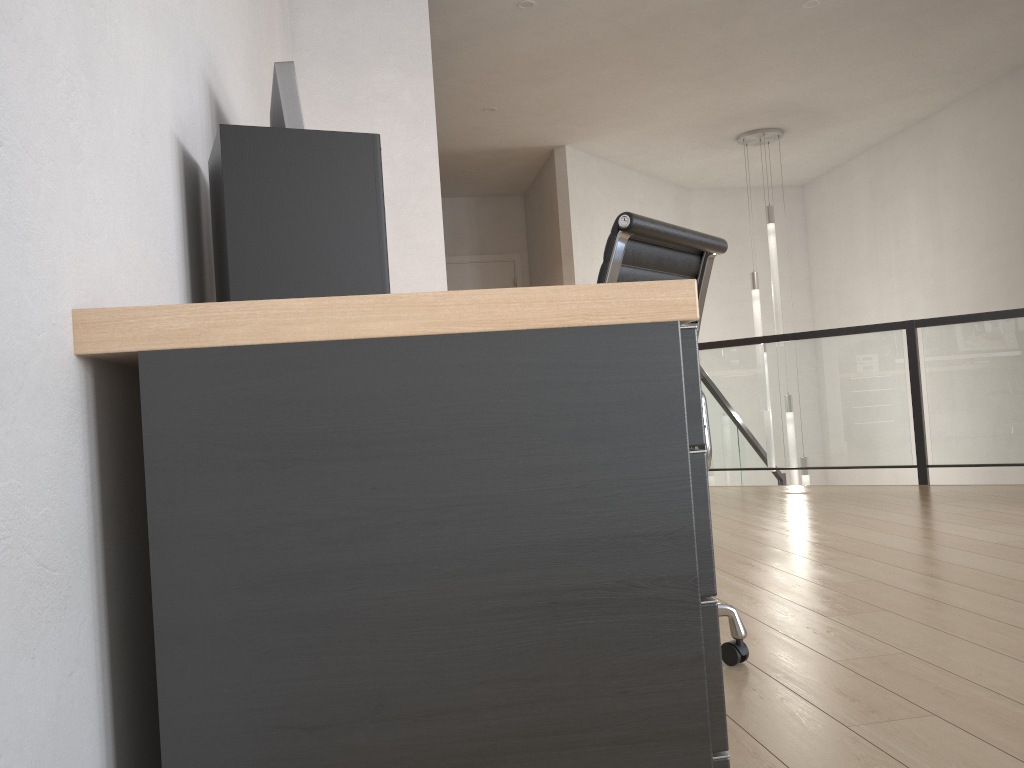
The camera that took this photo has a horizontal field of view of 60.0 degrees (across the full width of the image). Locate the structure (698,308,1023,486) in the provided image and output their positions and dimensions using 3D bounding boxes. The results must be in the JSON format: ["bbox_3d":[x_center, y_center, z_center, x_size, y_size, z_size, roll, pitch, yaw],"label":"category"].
[{"bbox_3d":[3.061,1.778,6.649,4.190,4.339,2.823,-5,-2,36],"label":"structure"}]

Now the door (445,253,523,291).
[{"bbox_3d":[-0.322,-0.173,8.504,0.974,2.136,0.085,-4,-2,-9],"label":"door"}]

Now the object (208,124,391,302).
[{"bbox_3d":[-0.343,-0.232,1.431,0.249,0.354,0.198,-3,-2,-24],"label":"object"}]

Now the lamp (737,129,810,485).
[{"bbox_3d":[2.068,-1.154,7.156,0.359,6.725,0.359,-5,-2,28],"label":"lamp"}]

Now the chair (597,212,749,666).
[{"bbox_3d":[0.138,0.182,2.017,0.699,0.991,0.664,-5,-2,42],"label":"chair"}]
